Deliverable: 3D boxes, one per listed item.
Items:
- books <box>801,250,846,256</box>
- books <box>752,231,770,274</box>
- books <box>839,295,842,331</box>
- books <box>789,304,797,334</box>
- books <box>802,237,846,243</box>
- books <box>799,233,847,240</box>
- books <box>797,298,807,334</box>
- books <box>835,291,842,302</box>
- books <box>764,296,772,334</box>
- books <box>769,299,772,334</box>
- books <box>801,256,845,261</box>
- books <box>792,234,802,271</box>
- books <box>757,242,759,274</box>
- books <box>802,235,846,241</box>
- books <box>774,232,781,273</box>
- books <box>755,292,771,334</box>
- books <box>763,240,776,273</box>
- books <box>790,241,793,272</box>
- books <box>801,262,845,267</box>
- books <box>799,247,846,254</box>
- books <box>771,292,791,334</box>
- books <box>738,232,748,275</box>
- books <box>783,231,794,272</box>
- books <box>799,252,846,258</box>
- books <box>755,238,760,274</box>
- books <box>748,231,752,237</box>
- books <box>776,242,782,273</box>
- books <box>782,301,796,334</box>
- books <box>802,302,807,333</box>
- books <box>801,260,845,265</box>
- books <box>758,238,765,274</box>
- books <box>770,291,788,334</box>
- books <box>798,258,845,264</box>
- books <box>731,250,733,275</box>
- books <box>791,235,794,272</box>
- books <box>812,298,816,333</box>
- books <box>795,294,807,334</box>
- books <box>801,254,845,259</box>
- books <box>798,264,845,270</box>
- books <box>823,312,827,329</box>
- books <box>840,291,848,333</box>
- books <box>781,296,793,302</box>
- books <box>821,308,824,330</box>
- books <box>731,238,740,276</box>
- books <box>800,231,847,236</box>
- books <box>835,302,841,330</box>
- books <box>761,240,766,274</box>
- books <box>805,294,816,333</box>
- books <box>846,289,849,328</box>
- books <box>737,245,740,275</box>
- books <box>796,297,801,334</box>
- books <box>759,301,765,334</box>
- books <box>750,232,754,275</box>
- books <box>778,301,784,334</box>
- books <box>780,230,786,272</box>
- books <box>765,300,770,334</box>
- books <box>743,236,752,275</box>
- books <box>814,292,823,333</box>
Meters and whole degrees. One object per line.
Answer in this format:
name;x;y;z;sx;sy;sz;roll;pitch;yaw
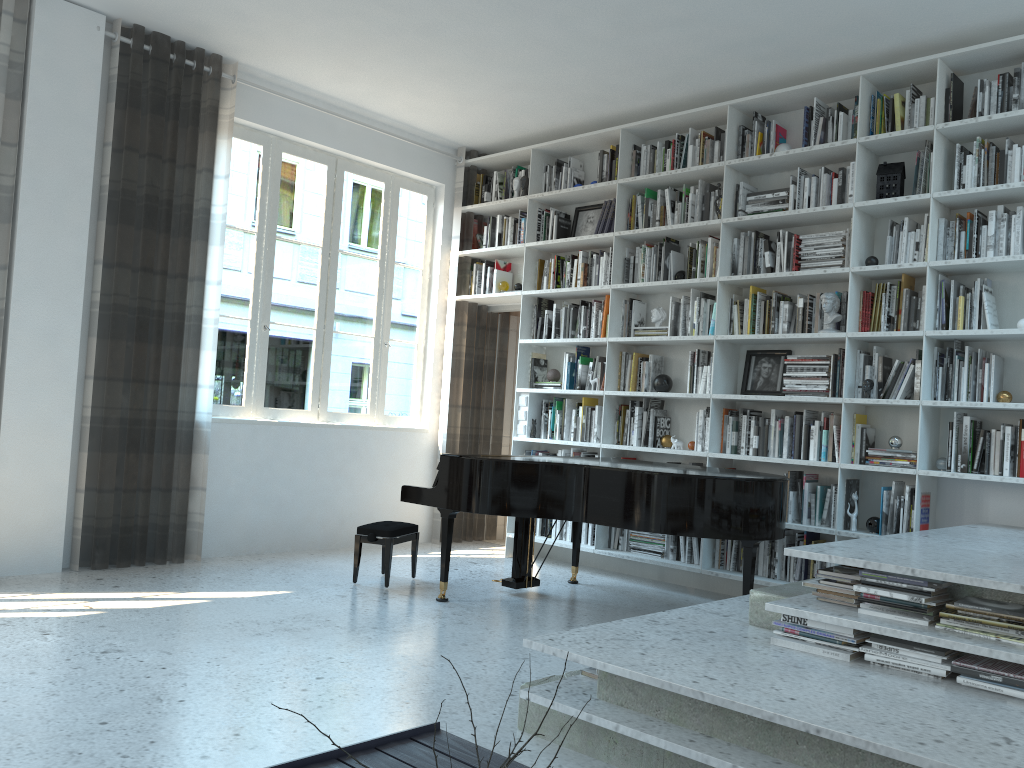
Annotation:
books;1.886;-0.771;5.304;0.254;0.012;0.161;1;-3;45
books;1.570;-0.802;5.596;0.011;0.300;0.179;2;-2;44
books;1.961;-0.394;5.218;0.021;0.242;0.103;2;-2;44
books;1.747;-0.378;5.406;0.050;0.199;0.146;2;-3;44
books;1.890;-0.846;5.304;0.161;0.012;0.254;6;-3;-44
books;1.886;-0.871;5.300;0.285;0.012;0.159;2;-3;39
books;1.777;-0.391;5.345;0.029;0.224;0.185;2;-3;44
books;1.935;-0.406;5.232;0.014;0.263;0.135;2;-2;44
books;1.622;-0.411;5.538;0.028;0.259;0.134;2;-2;44
books;1.641;-0.400;5.502;0.025;0.236;0.137;2;-2;44
books;1.883;-0.735;5.301;0.161;0.012;0.254;6;-3;-44
books;1.756;-0.772;5.394;0.013;0.247;0.176;2;-3;44
books;1.587;-0.768;5.581;0.014;0.233;0.147;2;-2;44
books;1.893;-0.858;5.308;0.254;0.012;0.161;1;-3;44
books;1.671;-0.792;5.509;0.022;0.285;0.131;2;-2;44
books;1.572;-0.425;5.547;0.010;0.280;0.170;2;-2;44
books;1.628;-0.769;5.529;0.066;0.236;0.154;2;-3;44
books;1.746;-0.755;5.431;0.024;0.216;0.132;2;-2;44
books;1.883;-0.699;5.303;0.254;0.012;0.161;1;-3;44
books;1.884;-0.784;5.301;0.159;0.012;0.285;6;-3;-43
books;1.655;-0.417;5.459;0.027;0.267;0.190;2;-3;44
books;1.506;-0.802;5.653;0.026;0.297;0.179;2;-2;44
books;1.720;-0.783;5.436;0.021;0.269;0.191;2;-3;44
books;1.886;-0.759;5.304;0.285;0.012;0.159;1;-3;45
books;1.578;-0.777;5.589;0.011;0.252;0.153;2;-2;44
books;1.534;-0.808;5.653;0.014;0.313;0.133;2;-2;44
books;1.681;-0.757;5.487;0.024;0.216;0.148;2;-3;44
books;1.711;-0.388;5.425;0.030;0.215;0.168;2;-3;44
books;1.799;-0.379;5.326;0.029;0.200;0.178;2;-3;44
books;1.883;-0.711;5.302;0.254;0.012;0.161;2;-3;43
books;1.595;-0.776;5.569;0.014;0.250;0.173;2;-3;44
books;1.651;-0.424;5.484;0.013;0.283;0.177;2;-2;44
books;1.880;-0.723;5.299;0.285;0.012;0.159;2;-3;41
books;1.461;-0.781;5.711;0.012;0.254;0.161;2;-2;44
books;1.755;-0.770;5.412;0.015;0.245;0.183;2;-3;44
books;1.846;-0.391;5.319;0.025;0.230;0.143;2;-2;44
books;1.766;-0.408;5.378;0.014;0.258;0.161;2;-2;44
books;1.884;-0.748;5.301;0.254;0.012;0.161;2;-3;42
books;1.882;-0.687;5.301;0.285;0.012;0.159;1;-3;45
books;1.892;-0.405;5.264;0.024;0.259;0.126;2;-2;44
books;1.966;-0.404;5.189;0.025;0.259;0.130;2;-2;44
books;1.688;-0.406;5.465;0.011;0.251;0.130;2;-2;44
books;1.878;-0.379;5.284;0.022;0.206;0.114;2;-2;44
books;1.468;-0.788;5.691;0.026;0.267;0.171;2;-2;44
books;1.892;-0.882;5.306;0.159;0.012;0.285;6;-3;-44
books;1.939;-0.377;5.219;0.012;0.205;0.145;2;-3;44
books;1.604;-0.771;5.561;0.011;0.239;0.147;2;-2;44
books;1.808;-0.402;5.305;0.012;0.245;0.186;2;-3;44
books;1.992;-0.412;5.180;0.025;0.279;0.108;2;-2;44
books;1.497;-0.767;5.683;0.027;0.228;0.147;2;-2;44
books;1.771;-0.396;5.367;0.010;0.234;0.175;2;-3;44
books;1.598;-0.397;5.551;0.024;0.228;0.147;2;-2;44
books;1.561;-0.799;5.615;0.029;0.295;0.151;2;-2;44
books;1.690;-0.389;5.443;0.024;0.216;0.175;2;-3;44
books;1.705;-0.794;5.471;0.049;0.291;0.162;2;-2;44
books;1.622;-0.397;5.509;0.012;0.228;0.169;2;-3;44
books;1.528;-0.786;5.620;0.025;0.266;0.185;2;-3;44
books;1.852;-0.406;5.288;0.025;0.258;0.150;2;-2;44
